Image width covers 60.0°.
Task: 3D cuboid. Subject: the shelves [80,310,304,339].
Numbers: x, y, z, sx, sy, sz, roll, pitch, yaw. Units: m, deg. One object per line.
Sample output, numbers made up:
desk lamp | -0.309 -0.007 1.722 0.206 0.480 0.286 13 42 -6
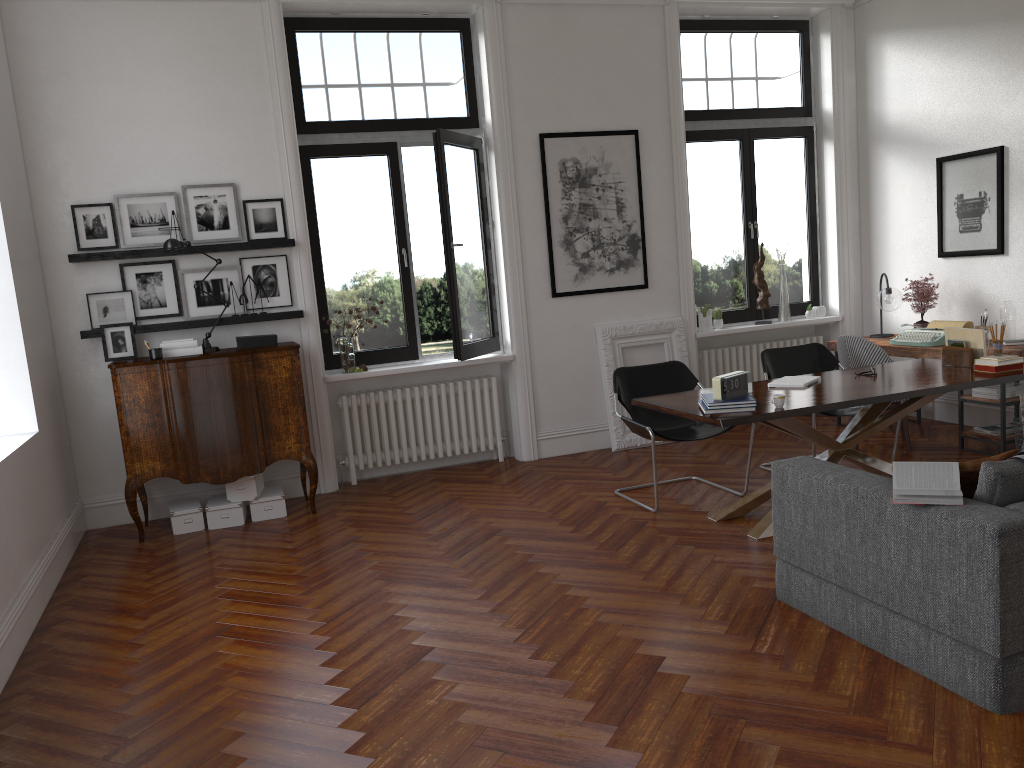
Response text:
shelves | -2.281 -0.434 6.406 1.513 0.055 0.155 -7 8 -18

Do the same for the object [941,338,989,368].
object | 2.856 -0.201 5.590 0.149 0.167 0.228 -8 8 -18

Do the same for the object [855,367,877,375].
object | 2.234 -0.082 5.567 0.133 0.047 0.114 0 9 35

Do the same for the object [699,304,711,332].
object | 1.720 -0.591 7.907 0.102 0.245 0.098 -12 11 -40

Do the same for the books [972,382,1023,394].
books | 3.494 0.026 6.334 0.308 0.038 0.225 -7 8 -18

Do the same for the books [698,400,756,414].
books | 1.163 0.116 4.828 0.264 0.027 0.346 -4 7 7

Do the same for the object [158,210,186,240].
object | -2.415 -1.098 6.291 0.174 0.261 0.040 -8 9 -18

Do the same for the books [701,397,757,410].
books | 1.173 0.095 4.815 0.250 0.017 0.343 -4 7 7

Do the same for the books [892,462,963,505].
books | 1.509 0.355 3.230 0.225 0.096 0.278 -2 8 23

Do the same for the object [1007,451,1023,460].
object | 2.190 0.395 3.186 0.751 0.389 0.399 -7 8 -18

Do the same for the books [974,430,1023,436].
books | 3.521 0.336 6.412 0.267 0.014 0.195 -8 8 -19

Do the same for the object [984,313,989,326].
object | 3.625 -0.439 6.795 0.008 0.208 0.054 -11 10 -35

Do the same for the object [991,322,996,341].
object | 2.891 -0.277 5.314 0.049 0.193 0.008 -7 9 -14

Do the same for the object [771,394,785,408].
object | 1.408 0.091 4.698 0.082 0.065 0.064 -5 8 2

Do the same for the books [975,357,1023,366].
books | 2.910 -0.139 5.295 0.207 0.029 0.163 -8 8 -20

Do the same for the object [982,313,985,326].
object | 3.621 -0.441 6.819 0.054 0.208 0.008 -10 10 -31

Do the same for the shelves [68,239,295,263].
shelves | -2.326 -0.951 6.328 1.513 0.055 0.157 -7 8 -18

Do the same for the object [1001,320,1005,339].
object | 2.943 -0.286 5.331 0.038 0.195 0.008 -4 9 8

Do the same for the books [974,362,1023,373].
books | 2.906 -0.104 5.293 0.215 0.040 0.159 -7 8 -16

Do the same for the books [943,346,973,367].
books | 2.804 -0.172 5.581 0.028 0.125 0.220 -8 8 -18

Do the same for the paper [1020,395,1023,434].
paper | 3.474 0.306 5.996 0.073 0.480 0.033 -2 9 18

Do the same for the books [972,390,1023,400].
books | 3.491 0.063 6.329 0.308 0.038 0.225 -7 8 -19

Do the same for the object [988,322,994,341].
object | 2.895 -0.281 5.341 0.049 0.194 0.008 2 11 41

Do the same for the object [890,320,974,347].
object | 3.266 -0.405 6.982 0.484 0.149 0.534 -8 8 -19

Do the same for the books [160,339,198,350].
books | -2.309 -0.275 6.159 0.239 0.044 0.254 -7 8 -18

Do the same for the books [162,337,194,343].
books | -2.308 -0.301 6.133 0.200 0.014 0.179 -7 8 -18

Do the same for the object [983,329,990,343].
object | 3.521 -0.353 6.629 0.093 0.102 0.093 -9 9 -26

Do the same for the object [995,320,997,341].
object | 2.922 -0.287 5.348 0.008 0.196 0.032 -1 9 25

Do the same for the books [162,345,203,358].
books | -2.304 -0.225 6.161 0.294 0.057 0.229 -7 8 -18

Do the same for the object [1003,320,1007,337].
object | 2.945 -0.284 5.320 0.044 0.194 0.008 -3 9 12

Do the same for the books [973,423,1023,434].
books | 3.519 0.321 6.409 0.268 0.014 0.195 -6 7 -7

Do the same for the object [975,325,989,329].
object | 3.608 -0.389 6.808 0.058 0.114 0.075 -8 9 -18

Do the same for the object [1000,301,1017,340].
object | 3.684 -0.463 6.580 0.111 0.303 0.111 -2 9 18

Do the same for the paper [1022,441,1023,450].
paper | 3.598 0.206 6.107 0.293 0.628 0.047 -9 9 -25

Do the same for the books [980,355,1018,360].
books | 2.916 -0.161 5.306 0.159 0.008 0.128 -7 8 -17

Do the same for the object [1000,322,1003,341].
object | 2.919 -0.277 5.295 0.008 0.194 0.049 -4 8 5

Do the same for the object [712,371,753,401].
object | 1.193 0.009 4.784 0.082 0.126 0.275 3 11 45

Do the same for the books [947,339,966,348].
books | 2.831 -0.204 5.631 0.040 0.158 0.128 -8 8 -18

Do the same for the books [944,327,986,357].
books | 2.875 -0.241 5.621 0.043 0.240 0.309 -8 8 -18

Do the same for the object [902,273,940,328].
object | 3.391 -0.653 7.353 0.290 0.530 0.307 -1 9 26

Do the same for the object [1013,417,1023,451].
object | 3.560 0.395 6.038 0.261 0.306 0.260 1 10 36

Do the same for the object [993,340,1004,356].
object | 2.924 -0.215 5.332 0.058 0.091 0.058 -10 9 -31

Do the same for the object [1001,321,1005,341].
object | 2.931 -0.281 5.299 0.008 0.195 0.036 -6 8 -6

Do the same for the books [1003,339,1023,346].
books | 3.646 -0.303 6.433 0.213 0.031 0.128 -2 8 19

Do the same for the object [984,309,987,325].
object | 3.630 -0.457 6.805 0.028 0.240 0.023 -8 9 -21

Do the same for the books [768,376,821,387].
books | 1.747 -0.014 5.475 0.231 0.026 0.324 0 9 36

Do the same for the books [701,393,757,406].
books | 1.172 0.078 4.813 0.250 0.017 0.343 -4 7 7
